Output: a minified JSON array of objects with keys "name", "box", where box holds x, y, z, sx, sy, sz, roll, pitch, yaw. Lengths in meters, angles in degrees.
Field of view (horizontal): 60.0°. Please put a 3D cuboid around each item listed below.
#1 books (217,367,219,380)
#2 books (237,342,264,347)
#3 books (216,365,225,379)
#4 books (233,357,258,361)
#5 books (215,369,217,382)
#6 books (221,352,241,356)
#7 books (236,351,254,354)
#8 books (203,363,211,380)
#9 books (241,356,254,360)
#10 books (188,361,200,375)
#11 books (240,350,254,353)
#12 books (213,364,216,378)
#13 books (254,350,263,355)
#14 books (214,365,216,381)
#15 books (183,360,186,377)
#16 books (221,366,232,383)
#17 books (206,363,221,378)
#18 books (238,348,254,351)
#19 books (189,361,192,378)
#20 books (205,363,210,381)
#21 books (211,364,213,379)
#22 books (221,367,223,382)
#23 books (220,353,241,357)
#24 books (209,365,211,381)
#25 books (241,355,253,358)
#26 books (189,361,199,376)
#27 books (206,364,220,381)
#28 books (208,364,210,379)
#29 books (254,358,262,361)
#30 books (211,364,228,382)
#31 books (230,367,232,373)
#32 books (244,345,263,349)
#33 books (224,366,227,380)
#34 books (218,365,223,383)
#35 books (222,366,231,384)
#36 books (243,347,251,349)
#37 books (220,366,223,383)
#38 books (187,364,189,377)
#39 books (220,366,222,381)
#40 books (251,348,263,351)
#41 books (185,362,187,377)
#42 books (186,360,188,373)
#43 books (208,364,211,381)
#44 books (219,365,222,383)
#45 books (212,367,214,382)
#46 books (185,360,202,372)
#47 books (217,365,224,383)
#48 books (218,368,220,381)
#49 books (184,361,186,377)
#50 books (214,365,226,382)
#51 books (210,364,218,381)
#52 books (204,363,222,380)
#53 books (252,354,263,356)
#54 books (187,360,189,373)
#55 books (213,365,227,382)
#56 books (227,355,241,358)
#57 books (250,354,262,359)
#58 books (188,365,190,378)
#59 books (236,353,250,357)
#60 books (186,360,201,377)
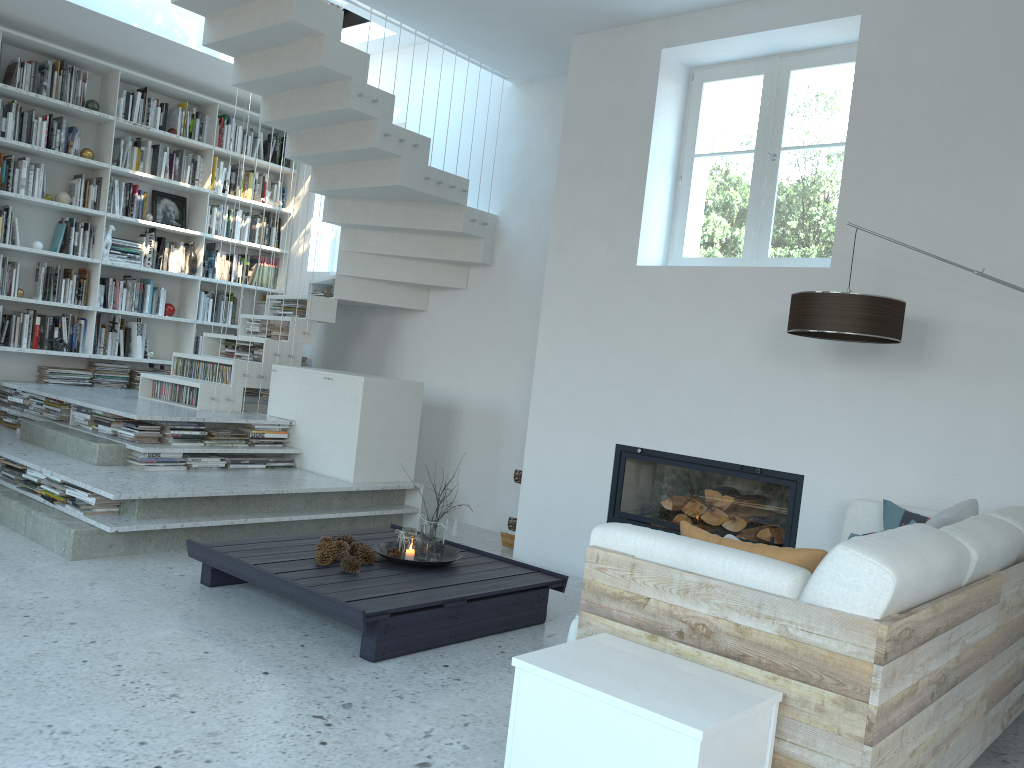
[{"name":"books","box":[-2.038,-0.068,6.315,0.008,0.125,0.125,8,2,41]},{"name":"books","box":[-1.970,-0.296,6.783,0.193,0.014,0.177,7,1,35]},{"name":"books","box":[-2.049,-0.069,6.325,0.007,0.125,0.125,8,2,41]},{"name":"books","box":[-1.986,-0.187,6.781,0.223,0.004,0.191,7,1,37]},{"name":"books","box":[-2.055,-0.070,6.330,0.007,0.125,0.125,8,2,41]},{"name":"books","box":[-2.144,-0.230,6.935,0.216,0.009,0.158,7,1,34]},{"name":"books","box":[-1.977,-0.231,6.784,0.225,0.014,0.184,7,1,38]},{"name":"books","box":[-2.172,-0.085,6.431,0.013,0.125,0.125,8,2,41]},{"name":"books","box":[-1.970,-0.194,6.799,0.138,0.013,0.198,6,1,-43]},{"name":"books","box":[-2.339,-0.106,6.574,0.008,0.125,0.125,8,2,41]},{"name":"books","box":[-1.967,-0.244,6.794,0.150,0.013,0.219,6,1,-44]},{"name":"books","box":[-2.080,-0.073,6.351,0.008,0.125,0.125,8,2,41]},{"name":"books","box":[-1.806,-0.225,6.550,0.141,0.028,0.222,6,1,-30]},{"name":"books","box":[-2.068,-0.072,6.341,0.010,0.125,0.125,8,2,41]},{"name":"books","box":[-2.387,-0.112,6.615,0.010,0.125,0.125,8,2,41]},{"name":"books","box":[-1.993,-0.062,6.276,0.008,0.125,0.125,8,2,41]},{"name":"books","box":[-2.150,-0.082,6.411,0.009,0.125,0.125,8,2,41]},{"name":"books","box":[-1.975,-0.258,6.783,0.155,0.012,0.189,7,1,44]},{"name":"books","box":[-2.321,-0.104,6.559,0.007,0.125,0.125,8,2,41]},{"name":"books","box":[-2.158,-0.083,6.418,0.011,0.125,0.125,8,2,41]},{"name":"books","box":[-2.103,-0.076,6.371,0.018,0.125,0.125,8,2,41]},{"name":"books","box":[-1.999,-0.063,6.281,0.007,0.125,0.125,8,2,41]},{"name":"books","box":[-2.150,-0.222,6.929,0.195,0.007,0.189,7,1,38]},{"name":"books","box":[-2.118,-0.078,6.384,0.007,0.125,0.125,8,2,41]},{"name":"books","box":[-1.969,-0.204,6.798,0.188,0.008,0.147,7,1,44]},{"name":"books","box":[-2.327,-0.105,6.564,0.007,0.125,0.125,8,2,41]},{"name":"books","box":[-2.142,-0.081,6.404,0.016,0.125,0.125,8,2,41]},{"name":"books","box":[-2.131,-0.079,6.395,0.013,0.125,0.125,8,2,41]},{"name":"books","box":[-1.814,-0.177,6.550,0.136,0.017,0.288,6,1,-26]},{"name":"books","box":[-2.093,-0.075,6.362,0.009,0.125,0.125,8,2,41]},{"name":"books","box":[-1.912,-0.050,6.207,0.033,0.123,0.125,8,2,41]},{"name":"books","box":[-1.956,-0.279,6.802,0.178,0.017,0.133,7,1,44]},{"name":"books","box":[-1.972,-0.058,6.258,0.034,0.123,0.125,8,2,41]},{"name":"books","box":[-2.022,-0.066,6.301,0.010,0.125,0.125,8,2,41]},{"name":"books","box":[-1.985,-0.061,6.270,0.011,0.125,0.125,8,2,41]},{"name":"books","box":[-1.953,-0.266,6.806,0.185,0.008,0.129,7,1,39]},{"name":"books","box":[-2.004,-0.063,6.286,0.008,0.125,0.125,8,2,41]},{"name":"books","box":[-2.345,-0.107,6.579,0.008,0.125,0.125,8,2,41]},{"name":"books","box":[-2.010,-0.064,6.291,0.008,0.125,0.125,8,2,41]},{"name":"books","box":[-1.814,-0.247,6.544,0.169,0.014,0.212,6,1,-29]},{"name":"books","box":[-2.368,-0.110,6.599,0.009,0.125,0.125,8,2,41]},{"name":"books","box":[-2.362,-0.109,6.594,0.007,0.125,0.125,8,2,41]},{"name":"books","box":[-2.124,-0.079,6.389,0.009,0.125,0.125,8,2,41]},{"name":"books","box":[-2.016,-0.065,6.296,0.008,0.125,0.125,8,2,41]},{"name":"books","box":[-2.086,-0.074,6.357,0.007,0.125,0.125,8,2,41]},{"name":"books","box":[-2.373,-0.110,6.604,0.009,0.125,0.125,8,2,41]},{"name":"books","box":[-2.033,-0.067,6.311,0.008,0.125,0.125,8,2,41]},{"name":"books","box":[-2.028,-0.066,6.306,0.010,0.125,0.125,8,2,41]},{"name":"books","box":[-2.380,-0.111,6.609,0.007,0.125,0.125,8,2,41]},{"name":"books","box":[-2.061,-0.071,6.335,0.009,0.125,0.125,8,2,41]},{"name":"books","box":[-2.111,-0.077,6.378,0.012,0.125,0.125,8,2,41]},{"name":"books","box":[-2.165,-0.084,6.424,0.009,0.125,0.125,8,2,41]},{"name":"books","box":[-1.815,-0.208,6.547,0.161,0.007,0.254,6,1,-29]},{"name":"books","box":[-2.351,-0.108,6.584,0.008,0.125,0.125,8,2,41]},{"name":"books","box":[-2.075,-0.072,6.347,0.008,0.125,0.125,8,2,41]},{"name":"books","box":[-2.129,-0.210,6.955,0.188,0.014,0.130,7,1,41]},{"name":"books","box":[-1.830,-0.197,6.539,0.172,0.019,0.239,6,1,-24]},{"name":"books","box":[-2.332,-0.105,6.569,0.008,0.125,0.125,8,2,41]},{"name":"books","box":[-1.978,-0.217,6.785,0.207,0.016,0.175,7,1,35]},{"name":"books","box":[-2.356,-0.108,6.589,0.008,0.125,0.125,8,2,41]}]
